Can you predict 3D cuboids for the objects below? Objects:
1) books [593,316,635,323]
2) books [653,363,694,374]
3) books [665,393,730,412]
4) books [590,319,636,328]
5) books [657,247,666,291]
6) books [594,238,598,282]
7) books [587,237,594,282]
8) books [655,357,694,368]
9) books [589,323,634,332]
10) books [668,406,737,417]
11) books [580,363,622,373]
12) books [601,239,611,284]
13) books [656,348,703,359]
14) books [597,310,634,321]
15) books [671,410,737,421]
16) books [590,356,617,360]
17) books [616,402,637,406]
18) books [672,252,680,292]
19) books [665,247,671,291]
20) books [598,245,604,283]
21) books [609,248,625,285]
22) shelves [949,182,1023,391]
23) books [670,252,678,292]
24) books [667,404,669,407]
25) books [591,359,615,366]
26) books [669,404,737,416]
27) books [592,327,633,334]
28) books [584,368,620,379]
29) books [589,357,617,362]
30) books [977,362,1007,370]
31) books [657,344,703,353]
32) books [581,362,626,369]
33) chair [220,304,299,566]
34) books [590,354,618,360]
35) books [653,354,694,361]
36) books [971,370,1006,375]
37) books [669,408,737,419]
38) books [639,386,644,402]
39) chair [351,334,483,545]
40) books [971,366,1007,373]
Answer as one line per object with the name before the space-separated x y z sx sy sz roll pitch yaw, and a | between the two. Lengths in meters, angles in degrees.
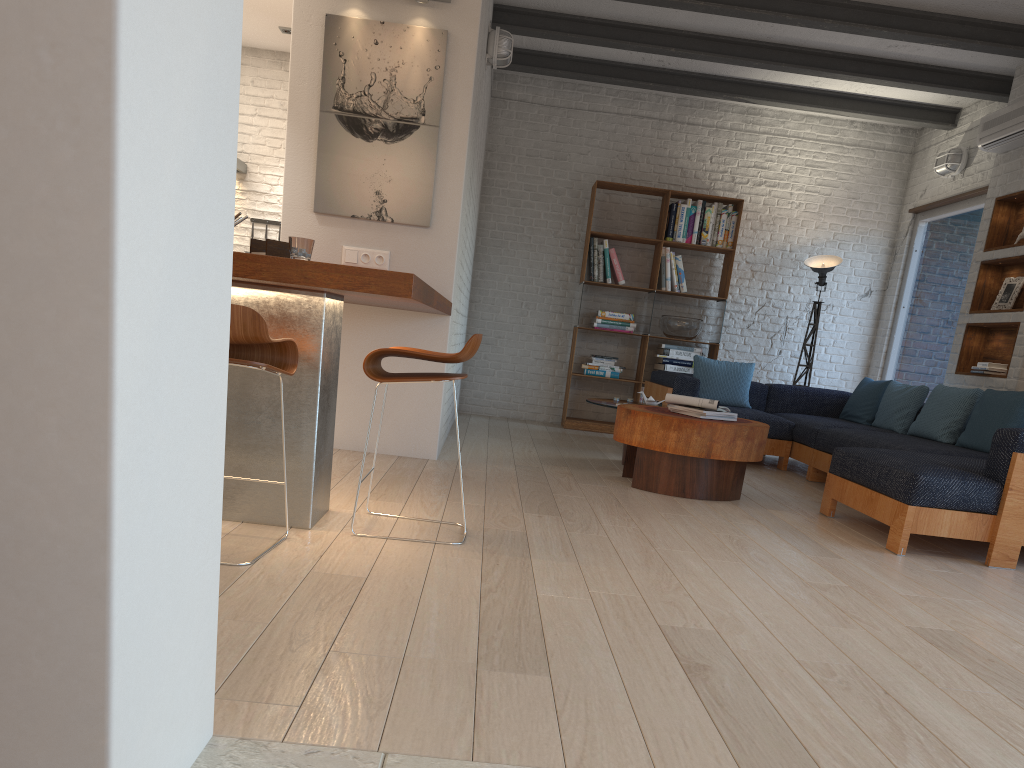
books | 0.939 -0.595 8.101 0.356 0.021 0.264 7 3 -4
books | 1.555 -0.141 8.203 0.381 0.066 0.237 6 4 -15
books | 1.111 0.133 5.202 0.317 0.112 0.270 9 5 30
books | 0.938 -0.565 8.088 0.381 0.037 0.237 6 3 -9
books | 1.372 -1.049 8.016 0.101 0.395 0.236 6 10 -2
books | 0.753 -1.125 7.980 0.091 0.396 0.236 6 10 -2
books | 0.716 -1.128 7.971 0.091 0.396 0.236 6 10 -2
books | 1.535 -0.205 8.177 0.327 0.057 0.247 7 4 -7
books | 0.923 -0.530 8.103 0.380 0.037 0.237 7 3 -7
books | 1.122 0.162 5.140 0.253 0.011 0.309 5 4 -33
books | 0.833 -0.150 8.201 0.380 0.037 0.238 7 3 -2
books | 0.859 -1.110 7.974 0.121 0.393 0.236 6 10 -2
books | 1.569 -0.285 8.189 0.380 0.066 0.237 6 4 -8
books | 0.952 -0.632 8.091 0.326 0.057 0.248 7 4 0
books | 1.129 0.184 5.147 0.253 0.011 0.309 6 3 -23
books | 0.859 -0.242 8.193 0.243 0.008 0.152 7 3 -2
books | 0.867 0.153 5.860 0.317 0.011 0.247 8 3 10
books | 1.482 -1.018 8.021 0.125 0.359 0.263 6 9 -2
books | 1.410 -1.042 7.995 0.103 0.395 0.236 6 10 -2
books | 0.800 -1.094 8.007 0.102 0.344 0.246 6 10 -2
books | 0.946 -1.069 8.008 0.195 0.328 0.246 6 9 -2
shelves | 3.505 -0.653 6.095 0.192 1.471 0.742 6 11 -2
books | 1.460 -1.020 8.011 0.125 0.359 0.263 6 9 -2
books | 1.255 0.170 6.315 0.231 0.023 0.158 4 4 -44
books | 0.853 -0.202 8.203 0.206 0.035 0.129 7 4 -2
books | 1.123 0.152 5.129 0.253 0.011 0.309 5 4 -28
books | 0.929 -0.500 8.116 0.356 0.021 0.265 7 3 -2
books | 0.849 -0.100 8.205 0.325 0.057 0.249 7 4 8
books | 0.850 -0.230 8.203 0.237 0.019 0.166 6 3 -9
books | 3.412 -0.129 6.195 0.132 0.035 0.201 7 3 8
books | 1.570 -0.336 8.172 0.380 0.037 0.238 7 3 -2
books | 0.852 -0.175 8.186 0.381 0.019 0.237 6 3 -10
chair | -0.934 0.138 2.747 0.405 0.798 0.408 6 11 -2
books | 0.863 -0.254 8.178 0.252 0.017 0.158 7 3 -2
books | 1.555 -0.242 8.181 0.445 0.021 0.265 7 3 -2
books | 3.397 -0.078 6.212 0.162 0.017 0.246 7 3 8
books | 1.127 0.172 5.160 0.253 0.011 0.309 5 4 -33
books | 1.193 0.210 8.282 0.036 0.395 0.236 6 10 -2
chair | -0.342 0.180 3.300 0.423 0.798 0.390 6 11 -2
books | 3.408 -0.102 6.194 0.171 0.019 0.230 7 3 0
